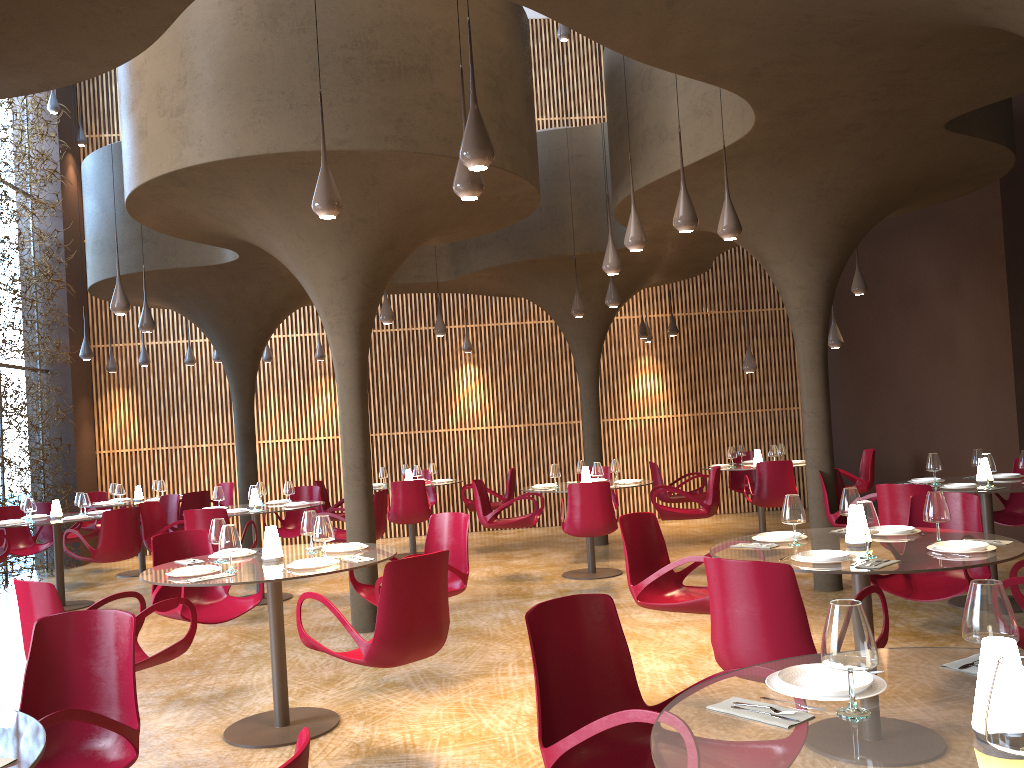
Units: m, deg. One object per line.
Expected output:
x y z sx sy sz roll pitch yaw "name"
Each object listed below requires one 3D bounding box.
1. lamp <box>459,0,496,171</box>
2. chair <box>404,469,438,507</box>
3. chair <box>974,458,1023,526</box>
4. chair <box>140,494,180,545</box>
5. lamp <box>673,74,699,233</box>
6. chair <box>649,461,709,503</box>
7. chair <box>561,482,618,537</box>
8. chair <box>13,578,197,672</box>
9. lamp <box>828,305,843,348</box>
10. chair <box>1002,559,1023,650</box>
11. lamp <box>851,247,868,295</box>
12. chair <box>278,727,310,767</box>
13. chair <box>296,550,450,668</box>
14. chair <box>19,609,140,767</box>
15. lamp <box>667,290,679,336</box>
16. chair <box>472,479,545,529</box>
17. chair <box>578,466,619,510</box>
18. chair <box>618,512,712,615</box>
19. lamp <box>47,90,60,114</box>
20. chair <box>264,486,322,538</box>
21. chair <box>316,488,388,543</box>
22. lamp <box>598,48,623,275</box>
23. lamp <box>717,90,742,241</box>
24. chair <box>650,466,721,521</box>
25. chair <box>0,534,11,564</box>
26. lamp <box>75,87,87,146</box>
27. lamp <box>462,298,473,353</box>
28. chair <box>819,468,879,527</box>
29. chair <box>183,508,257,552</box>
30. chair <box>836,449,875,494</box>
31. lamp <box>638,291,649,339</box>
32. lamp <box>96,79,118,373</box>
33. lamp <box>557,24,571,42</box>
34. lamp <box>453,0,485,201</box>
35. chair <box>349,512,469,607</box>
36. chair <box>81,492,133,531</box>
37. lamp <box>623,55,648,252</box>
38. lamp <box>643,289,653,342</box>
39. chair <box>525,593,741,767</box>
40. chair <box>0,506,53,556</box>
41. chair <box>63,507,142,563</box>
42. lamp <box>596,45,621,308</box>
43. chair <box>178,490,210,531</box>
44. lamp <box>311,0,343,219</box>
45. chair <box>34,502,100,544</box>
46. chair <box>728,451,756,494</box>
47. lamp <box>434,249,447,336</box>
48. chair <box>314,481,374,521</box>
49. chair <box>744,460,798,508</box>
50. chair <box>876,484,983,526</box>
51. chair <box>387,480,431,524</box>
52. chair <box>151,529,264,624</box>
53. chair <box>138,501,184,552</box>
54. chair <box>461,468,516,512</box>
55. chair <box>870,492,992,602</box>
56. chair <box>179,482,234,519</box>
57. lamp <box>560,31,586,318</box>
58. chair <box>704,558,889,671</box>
-0.378 -4.282 4.801 0.196 6.273 0.196 -4 -1 31 "lamp"
-1.585 1.786 14.983 0.625 0.635 0.873 -3 -2 -4 "chair"
5.166 1.081 8.942 0.872 0.635 0.626 -2 -2 -37 "chair"
-4.973 1.867 12.117 0.625 0.635 0.872 -5 -2 36 "chair"
1.125 -4.286 6.780 0.196 6.273 0.196 -3 -1 -19 "lamp"
2.490 1.445 13.160 0.872 0.635 0.625 -4 -2 1 "chair"
0.865 1.403 10.045 0.625 0.635 0.873 -4 -2 1 "chair"
-2.388 1.382 5.145 0.625 0.635 0.872 -5 -3 38 "chair"
3.918 -3.587 11.331 0.196 6.273 0.196 -5 -1 41 "lamp"
2.895 1.012 4.349 0.873 0.635 0.625 -5 -2 36 "chair"
4.237 -4.270 11.365 0.196 6.273 0.196 -5 -1 41 "lamp"
-0.865 1.138 1.946 0.873 0.635 0.625 -4 -2 8 "chair"
-0.751 1.277 5.121 0.873 0.635 0.624 -6 -3 43 "chair"
-1.811 1.262 3.341 0.625 0.635 0.873 -4 -2 8 "chair"
2.627 -3.973 15.588 0.196 6.273 0.196 -4 -1 11 "lamp"
-0.062 1.519 11.292 0.873 0.635 0.625 -4 -2 11 "chair"
1.164 1.492 12.381 0.625 0.635 0.873 -4 -2 6 "chair"
1.157 1.195 5.932 0.873 0.635 0.625 -5 -3 41 "chair"
-7.387 -5.438 14.180 0.196 2.223 0.196 -4 -1 21 "lamp"
-2.924 1.734 12.045 0.625 0.635 0.873 -4 -2 6 "chair"
-1.914 1.608 10.695 0.873 0.635 0.625 -4 -2 6 "chair"
0.770 -4.181 8.556 0.196 6.273 0.196 -4 -1 31 "lamp"
1.558 -4.294 7.189 0.196 6.273 0.196 -3 -1 -19 "lamp"
2.175 1.366 11.031 0.873 0.635 0.625 -4 -2 6 "chair"
-6.397 1.870 10.242 0.625 0.635 0.872 -5 -2 31 "chair"
-7.714 -5.344 15.762 0.196 2.223 0.196 -4 -1 21 "lamp"
-1.011 -3.708 16.362 0.196 6.273 0.196 -4 -1 11 "lamp"
3.620 1.185 9.093 0.873 0.635 0.624 -6 -3 43 "chair"
-3.223 1.645 9.709 0.625 0.635 0.873 -4 -2 1 "chair"
4.819 1.283 12.843 0.873 0.635 0.625 -4 -2 6 "chair"
2.129 -3.935 15.730 0.196 6.273 0.196 -4 -1 11 "lamp"
-7.300 -3.337 15.813 0.196 6.273 0.196 -4 -1 21 "lamp"
0.674 -6.015 12.678 0.196 2.223 0.196 -4 -1 31 "lamp"
-0.453 -4.249 5.414 0.196 6.273 0.196 -4 -1 1 "lamp"
-0.722 1.353 6.809 0.626 0.635 0.872 -5 -3 43 "chair"
-6.655 2.081 14.443 0.873 0.635 0.625 -5 -3 41 "chair"
0.835 -4.238 7.418 0.196 6.273 0.196 -4 -1 21 "lamp"
2.336 -3.909 16.572 0.196 6.273 0.196 -4 -1 21 "lamp"
0.468 1.105 3.061 0.624 0.635 0.874 -2 -3 -41 "chair"
-6.577 1.953 11.788 0.873 0.635 0.625 -5 -3 41 "chair"
-4.772 1.777 10.441 0.873 0.635 0.625 -5 -2 36 "chair"
1.061 -4.084 11.060 0.196 6.273 0.196 -4 -1 31 "lamp"
-4.850 1.904 13.096 0.873 0.635 0.625 -5 -2 36 "chair"
-1.359 -4.181 5.653 0.196 6.273 0.196 -4 -1 1 "lamp"
-6.476 1.998 12.897 0.625 0.635 0.872 -5 -2 31 "chair"
3.745 1.408 14.080 0.625 0.635 0.873 -4 -2 11 "chair"
-1.252 -3.841 13.158 0.196 6.273 0.196 -4 -1 11 "lamp"
-2.604 1.791 13.699 0.872 0.635 0.625 -4 -2 1 "chair"
3.461 1.322 11.841 0.625 0.635 0.873 -4 -2 6 "chair"
3.467 1.120 7.460 0.872 0.635 0.626 -2 -3 -42 "chair"
-1.474 1.670 12.631 0.625 0.635 0.873 -3 -2 -9 "chair"
-2.355 1.452 6.702 0.624 0.635 0.874 -2 -3 -41 "chair"
-4.150 1.761 10.957 0.873 0.635 0.625 -4 -2 11 "chair"
-0.355 1.655 13.830 0.872 0.635 0.625 -3 -2 -4 "chair"
2.841 1.091 5.988 0.625 0.635 0.872 -5 -3 41 "chair"
-5.051 1.995 14.772 0.625 0.635 0.872 -5 -2 36 "chair"
0.693 -4.022 11.884 0.196 6.273 0.196 -4 -1 31 "lamp"
1.342 1.108 4.303 0.872 0.635 0.626 -2 -3 -44 "chair"
